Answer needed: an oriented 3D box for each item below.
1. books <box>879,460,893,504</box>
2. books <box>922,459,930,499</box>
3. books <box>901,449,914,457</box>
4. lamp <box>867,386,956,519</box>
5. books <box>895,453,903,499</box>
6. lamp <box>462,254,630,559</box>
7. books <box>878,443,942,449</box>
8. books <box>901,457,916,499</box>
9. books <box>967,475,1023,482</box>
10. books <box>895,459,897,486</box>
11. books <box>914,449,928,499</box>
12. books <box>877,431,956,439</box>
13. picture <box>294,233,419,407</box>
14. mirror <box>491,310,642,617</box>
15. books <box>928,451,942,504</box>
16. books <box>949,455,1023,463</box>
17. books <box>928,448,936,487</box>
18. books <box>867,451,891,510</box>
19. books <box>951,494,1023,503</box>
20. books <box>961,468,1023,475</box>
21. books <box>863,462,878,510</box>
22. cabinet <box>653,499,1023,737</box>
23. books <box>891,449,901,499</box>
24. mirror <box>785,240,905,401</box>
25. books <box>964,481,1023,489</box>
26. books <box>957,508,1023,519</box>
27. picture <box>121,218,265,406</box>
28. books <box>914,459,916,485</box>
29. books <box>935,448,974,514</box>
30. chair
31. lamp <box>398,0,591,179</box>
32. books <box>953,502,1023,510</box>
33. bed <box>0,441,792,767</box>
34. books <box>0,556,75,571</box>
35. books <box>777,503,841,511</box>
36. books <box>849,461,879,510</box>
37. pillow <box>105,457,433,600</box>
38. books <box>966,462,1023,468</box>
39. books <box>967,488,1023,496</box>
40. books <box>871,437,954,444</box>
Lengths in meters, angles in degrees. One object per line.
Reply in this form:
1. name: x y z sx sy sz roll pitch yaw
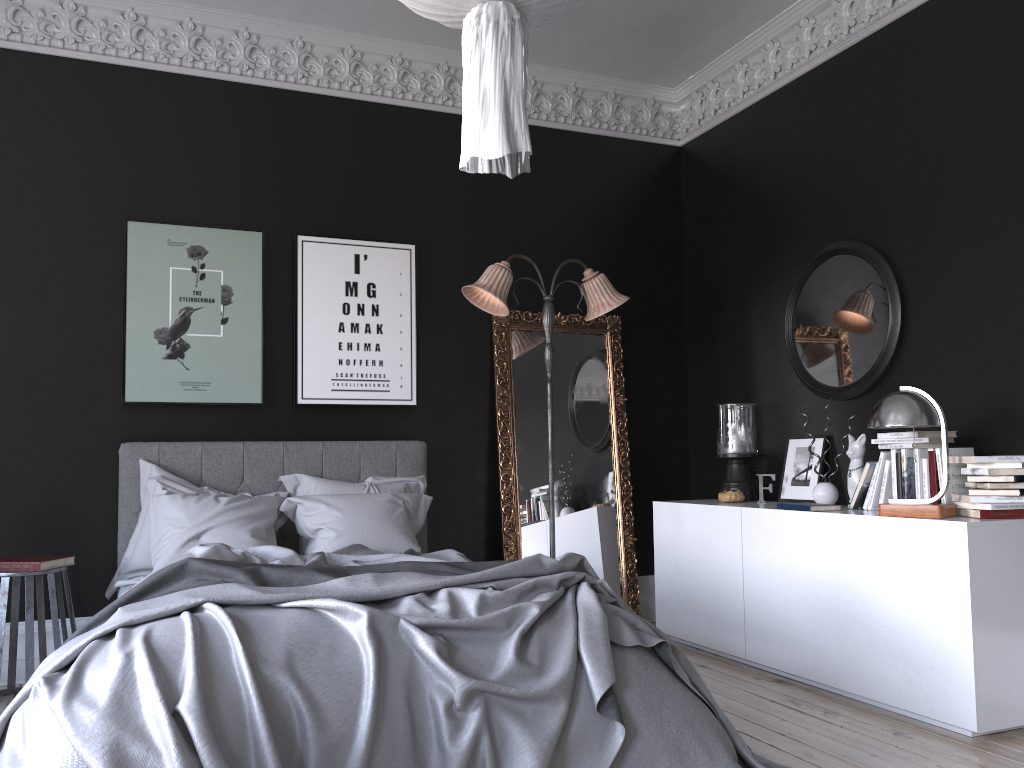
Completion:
1. books: 1.942 0.508 4.464 0.195 0.256 0.091 1 -4 -23
2. books: 2.041 0.485 4.229 0.195 0.258 0.026 1 -4 -23
3. books: 1.997 0.470 4.328 0.220 0.307 0.024 1 -4 -23
4. lamp: 1.803 0.304 4.030 0.328 0.590 0.341 3 -6 -43
5. books: 1.965 0.480 4.344 0.193 0.289 0.030 1 -4 -23
6. lamp: 0.237 0.414 5.407 0.986 2.408 0.773 -2 -4 10
7. books: 1.978 0.306 4.385 0.195 0.026 0.259 0 -5 -13
8. books: 1.972 0.487 4.288 0.204 0.269 0.029 1 -4 -23
9. books: 2.157 0.417 3.929 0.193 0.030 0.290 -5 -7 41
10. books: 1.978 0.499 4.378 0.195 0.258 0.026 1 -4 -23
11. books: 2.028 0.463 4.256 0.220 0.307 0.024 1 -4 -23
12. books: 2.003 0.254 4.394 0.220 0.030 0.307 0 -5 -13
13. picture: -0.977 -0.394 5.622 0.792 1.077 0.014 1 -4 -23
14. mirror: 0.377 0.582 6.033 0.991 2.189 0.254 1 -4 -23
15. books: 2.066 0.461 4.172 0.235 0.295 0.038 1 -4 -23
16. books: 2.140 0.334 3.933 0.306 0.030 0.221 -1 -5 -3
17. books: 2.076 0.459 4.214 0.221 0.306 0.030 1 -4 -23
18. books: 1.927 0.490 4.495 0.220 0.296 0.127 1 -4 -23
19. books: 2.151 0.505 3.922 0.318 0.031 0.229 -1 -5 7
20. books: 2.163 0.386 3.928 0.220 0.030 0.307 -1 -5 7
21. books: 1.910 0.521 4.538 0.195 0.244 0.132 1 -5 -23
22. cabinet: 1.656 1.110 4.789 0.570 0.881 2.399 1 -5 -23
23. books: 1.989 0.479 4.421 0.221 0.306 0.030 1 -4 -23
24. mirror: 1.893 -0.366 5.147 0.061 0.923 0.925 1 -5 -23
25. books: 2.161 0.448 3.941 0.193 0.030 0.290 -2 -5 8
26. books: 2.149 0.562 3.881 0.295 0.038 0.235 -1 -5 4
27. picture: -1.871 -0.414 5.246 0.792 1.077 0.014 1 -4 -23
28. books: 2.043 0.466 4.291 0.221 0.306 0.030 1 -4 -23
29. books: 2.080 0.452 4.132 0.220 0.307 0.050 1 -4 -23
30. chair: -2.399 1.240 4.336 0.613 0.672 0.614 -3 -5 21
31. lamp: -0.049 -1.527 2.183 0.782 2.046 0.784 -2 -4 21
32. books: 2.154 0.532 3.892 0.319 0.025 0.229 0 -5 -13
33. bed: -0.877 0.860 3.878 2.766 1.296 3.287 2 -6 -34
34. books: -2.394 0.883 4.364 0.346 0.045 0.276 -1 -5 7
35. books: 1.545 0.640 4.620 0.193 0.030 0.290 1 -5 -17
36. books: 1.867 0.522 4.565 0.203 0.246 0.159 1 -5 -23
37. pillow: -1.257 0.772 4.935 1.830 0.759 0.681 1 -5 -23
38. books: 2.180 0.360 3.941 0.220 0.024 0.307 -5 -7 42
39. books: 2.158 0.477 3.931 0.203 0.029 0.269 -5 -6 37
40. books: 1.978 0.281 4.380 0.220 0.024 0.307 2 -6 -33
